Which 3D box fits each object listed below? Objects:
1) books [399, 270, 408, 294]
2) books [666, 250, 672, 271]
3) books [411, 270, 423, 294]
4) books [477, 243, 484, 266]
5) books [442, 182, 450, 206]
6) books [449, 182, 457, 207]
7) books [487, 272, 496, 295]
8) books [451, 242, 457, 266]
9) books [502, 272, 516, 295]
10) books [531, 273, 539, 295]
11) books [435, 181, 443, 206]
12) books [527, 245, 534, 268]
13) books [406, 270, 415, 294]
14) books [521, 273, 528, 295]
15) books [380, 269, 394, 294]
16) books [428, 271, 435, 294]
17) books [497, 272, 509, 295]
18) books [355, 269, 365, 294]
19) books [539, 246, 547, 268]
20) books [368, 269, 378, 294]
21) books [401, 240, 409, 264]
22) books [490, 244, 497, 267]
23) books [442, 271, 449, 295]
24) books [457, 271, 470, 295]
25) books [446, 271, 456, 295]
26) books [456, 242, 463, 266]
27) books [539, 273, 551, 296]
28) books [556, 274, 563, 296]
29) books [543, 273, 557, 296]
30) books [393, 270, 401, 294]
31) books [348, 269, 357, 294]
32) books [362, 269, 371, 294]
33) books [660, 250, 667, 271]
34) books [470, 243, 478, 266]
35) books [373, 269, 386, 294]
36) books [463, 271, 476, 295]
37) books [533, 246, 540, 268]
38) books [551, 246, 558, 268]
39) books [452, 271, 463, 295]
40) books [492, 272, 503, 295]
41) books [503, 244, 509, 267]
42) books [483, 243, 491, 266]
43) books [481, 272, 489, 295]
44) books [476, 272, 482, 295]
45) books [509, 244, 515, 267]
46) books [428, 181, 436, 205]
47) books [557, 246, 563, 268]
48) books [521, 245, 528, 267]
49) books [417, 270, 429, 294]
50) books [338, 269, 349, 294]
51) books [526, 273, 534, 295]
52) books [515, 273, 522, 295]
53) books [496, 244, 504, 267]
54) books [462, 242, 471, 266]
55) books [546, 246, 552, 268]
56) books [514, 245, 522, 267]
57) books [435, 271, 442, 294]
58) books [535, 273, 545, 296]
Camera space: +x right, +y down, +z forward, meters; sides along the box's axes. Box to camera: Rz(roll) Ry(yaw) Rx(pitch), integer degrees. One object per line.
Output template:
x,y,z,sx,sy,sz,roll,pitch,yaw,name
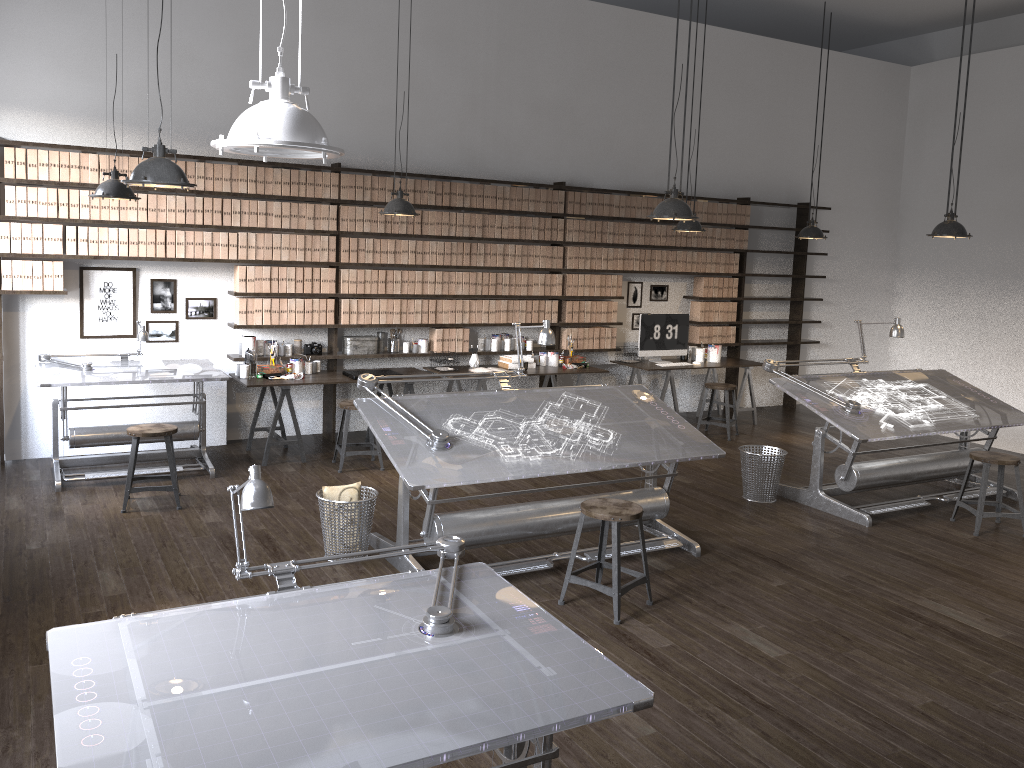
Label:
-1.022,-0.935,8.160,0.067,0.224,0.175,-1,8,-29,books
1.646,-1.337,9.615,0.067,0.224,0.175,-1,8,-29,books
-0.898,-0.940,8.222,0.067,0.224,0.175,-1,8,-29,books
-0.337,-1.239,8.503,0.067,0.224,0.175,-1,8,-29,books
-0.646,-1.770,8.261,0.067,0.224,0.175,-1,8,-29,books
-0.584,-1.774,8.302,0.067,0.224,0.175,-1,8,-29,books
-0.226,-0.971,8.598,0.067,0.224,0.175,-1,8,-29,books
-0.587,-1.228,8.366,0.067,0.224,0.175,-1,8,-29,books
-0.039,-0.980,8.708,0.067,0.224,0.175,-1,8,-29,books
0.196,-0.990,8.836,0.067,0.224,0.175,-1,8,-29,books
-0.714,-1.768,8.229,0.067,0.224,0.175,-1,8,-29,books
0.142,-1.262,8.776,0.067,0.224,0.175,-1,8,-29,books
-0.960,-0.938,8.194,0.067,0.224,0.175,-1,8,-29,books
0.085,-0.985,8.771,0.067,0.224,0.175,-1,8,-29,books
-1.146,-0.930,8.091,0.067,0.224,0.175,-1,8,-29,books
-0.786,-0.945,8.288,0.067,0.224,0.175,-1,8,-29,books
-0.099,-0.977,8.670,0.067,0.224,0.175,-1,8,-29,books
-1.385,-0.917,7.950,0.067,0.224,0.175,-1,8,-29,books
0.270,-1.267,8.839,0.067,0.224,0.175,-1,8,-29,books
-1.276,-0.924,8.019,0.067,0.224,0.175,-1,8,-29,books
-1.015,-1.208,8.126,0.067,0.224,0.175,-1,8,-29,books
-0.215,-1.246,8.576,0.067,0.224,0.175,-1,8,-29,books
-0.663,-0.951,8.359,0.067,0.224,0.175,-1,8,-29,books
-0.475,-0.959,8.458,0.067,0.224,0.175,-1,8,-29,books
-0.602,-0.955,8.395,0.067,0.224,0.175,-1,8,-29,books
-0.531,-1.231,8.400,0.067,0.224,0.175,-1,8,-29,books
0.315,-0.996,8.905,0.067,0.224,0.175,-1,8,-29,books
0.435,-1.001,8.966,0.067,0.224,0.175,-1,8,-29,books
0.375,-0.999,8.941,0.067,0.224,0.175,-1,8,-29,books
-1.081,-0.932,8.122,0.067,0.224,0.175,-1,8,-29,books
-1.448,-0.915,7.915,0.067,0.224,0.175,-1,8,-29,books
-1.332,-0.921,7.985,0.067,0.224,0.175,-1,8,-29,books
1.587,-1.334,9.578,0.067,0.224,0.175,-1,8,-29,books
-0.401,-1.237,8.472,0.067,0.224,0.175,-1,8,-29,books
-1.208,-0.926,8.050,0.067,0.224,0.175,-1,8,-29,books
-0.412,-0.962,8.493,0.067,0.224,0.175,-1,8,-29,books
0.205,-1.264,8.807,0.067,0.224,0.175,-1,8,-29,books
0.381,-1.273,8.906,0.067,0.224,0.175,-1,8,-29,books
-0.540,-0.957,8.426,0.067,0.224,0.175,-1,8,-29,books
-0.163,-0.975,8.640,0.067,0.224,0.175,-1,8,-29,books
-0.097,-1.251,8.640,0.067,0.224,0.175,-1,8,-29,books
-0.277,-1.243,8.541,0.067,0.224,0.175,-1,8,-29,books
-0.293,-0.969,8.567,0.067,0.224,0.175,-1,8,-29,books
-0.359,-0.965,8.528,0.067,0.224,0.175,-1,8,-29,books
-0.042,-1.253,8.669,0.067,0.224,0.175,-1,8,-29,books
-0.774,-1.764,8.190,0.067,0.224,0.175,-1,8,-29,books
0.441,-1.276,8.941,0.067,0.224,0.175,-1,8,-29,books
0.082,-1.259,8.740,0.067,0.224,0.175,-1,8,-29,books
-0.842,-0.943,8.259,0.067,0.224,0.175,-1,8,-29,books
-1.513,-0.912,7.882,0.067,0.224,0.175,-1,8,-29,books
0.141,-0.988,8.807,0.067,0.224,0.175,-1,8,-29,books
0.023,-0.983,8.743,0.067,0.224,0.175,-1,8,-29,books
-0.153,-1.247,8.603,0.067,0.224,0.175,-1,8,-29,books
-0.464,-1.233,8.431,0.067,0.224,0.175,-1,8,-29,books
0.328,-1.269,8.871,0.067,0.224,0.175,-1,8,-29,books
0.022,-1.256,8.703,0.067,0.224,0.175,-1,8,-29,books
-0.722,-0.948,8.322,0.067,0.224,0.175,-1,8,-29,books
0.255,-0.993,8.867,0.067,0.224,0.175,-1,8,-29,books
